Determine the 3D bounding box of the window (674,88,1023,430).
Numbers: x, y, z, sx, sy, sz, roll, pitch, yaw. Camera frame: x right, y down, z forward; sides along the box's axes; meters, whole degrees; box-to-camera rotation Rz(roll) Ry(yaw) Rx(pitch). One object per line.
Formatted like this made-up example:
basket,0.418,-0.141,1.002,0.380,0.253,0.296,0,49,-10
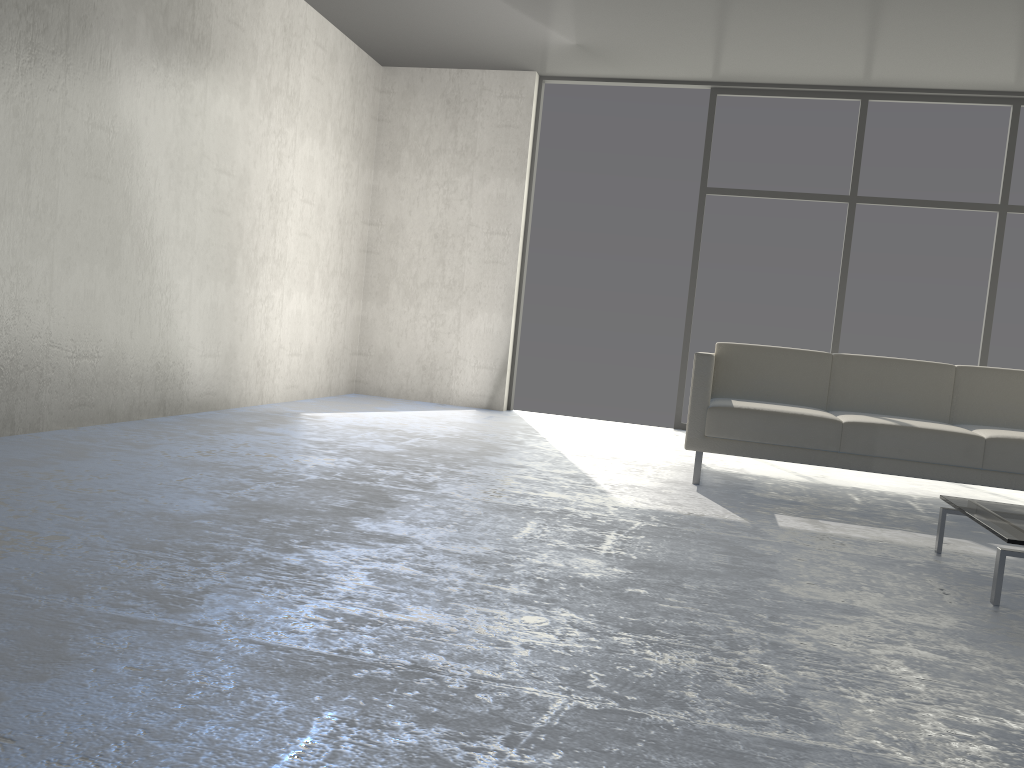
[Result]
window,3.287,-0.678,6.002,4.080,2.477,0.037,6,4,13

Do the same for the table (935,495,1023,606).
table,1.759,0.533,2.629,0.773,0.190,0.730,6,4,13

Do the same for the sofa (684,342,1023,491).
sofa,1.791,0.206,4.156,1.881,0.658,0.821,6,4,13
